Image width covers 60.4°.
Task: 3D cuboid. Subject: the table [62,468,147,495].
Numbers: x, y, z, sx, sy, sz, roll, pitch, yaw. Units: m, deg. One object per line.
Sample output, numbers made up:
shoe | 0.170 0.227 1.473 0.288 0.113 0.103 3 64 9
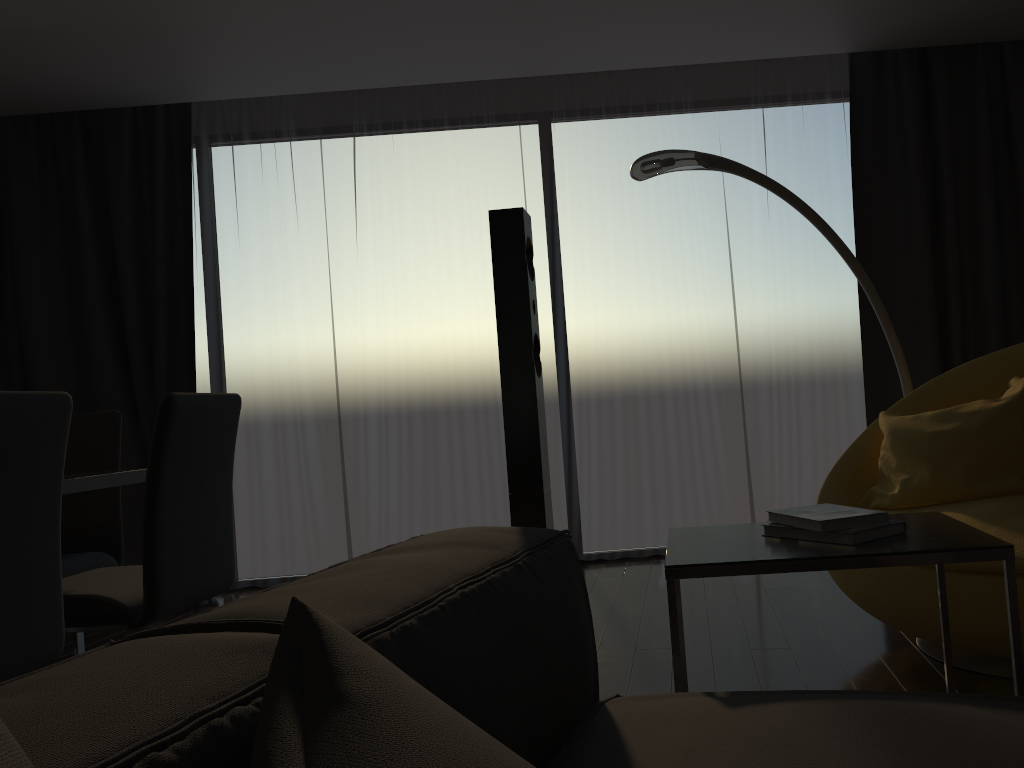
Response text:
table | -1.773 0.673 2.066 1.027 0.760 1.623 -5 -2 9

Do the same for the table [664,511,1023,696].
table | 0.629 0.583 1.746 0.594 0.563 0.456 -4 -2 7

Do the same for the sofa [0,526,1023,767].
sofa | 0.665 0.454 0.032 2.655 0.704 2.560 -5 -2 18

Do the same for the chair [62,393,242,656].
chair | -1.050 0.525 2.356 0.566 0.964 0.433 -4 -2 7

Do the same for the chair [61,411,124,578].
chair | -1.617 0.585 2.926 0.422 0.964 0.579 -4 -2 9

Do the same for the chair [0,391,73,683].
chair | -1.186 0.514 1.658 0.566 0.964 0.433 -4 -2 7

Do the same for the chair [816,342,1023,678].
chair | 1.682 0.313 2.796 1.187 1.005 1.451 -3 -2 -25

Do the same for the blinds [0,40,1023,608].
blinds | 0.123 -0.452 4.620 7.524 2.894 0.744 -4 -2 -2

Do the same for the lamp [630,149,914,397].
lamp | 2.543 -0.104 3.966 4.358 1.779 0.565 -4 -2 -15

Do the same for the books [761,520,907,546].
books | 0.638 0.288 1.753 0.171 0.023 0.220 -3 -2 -32

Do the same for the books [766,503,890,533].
books | 0.630 0.267 1.766 0.160 0.022 0.199 -4 -2 -15
